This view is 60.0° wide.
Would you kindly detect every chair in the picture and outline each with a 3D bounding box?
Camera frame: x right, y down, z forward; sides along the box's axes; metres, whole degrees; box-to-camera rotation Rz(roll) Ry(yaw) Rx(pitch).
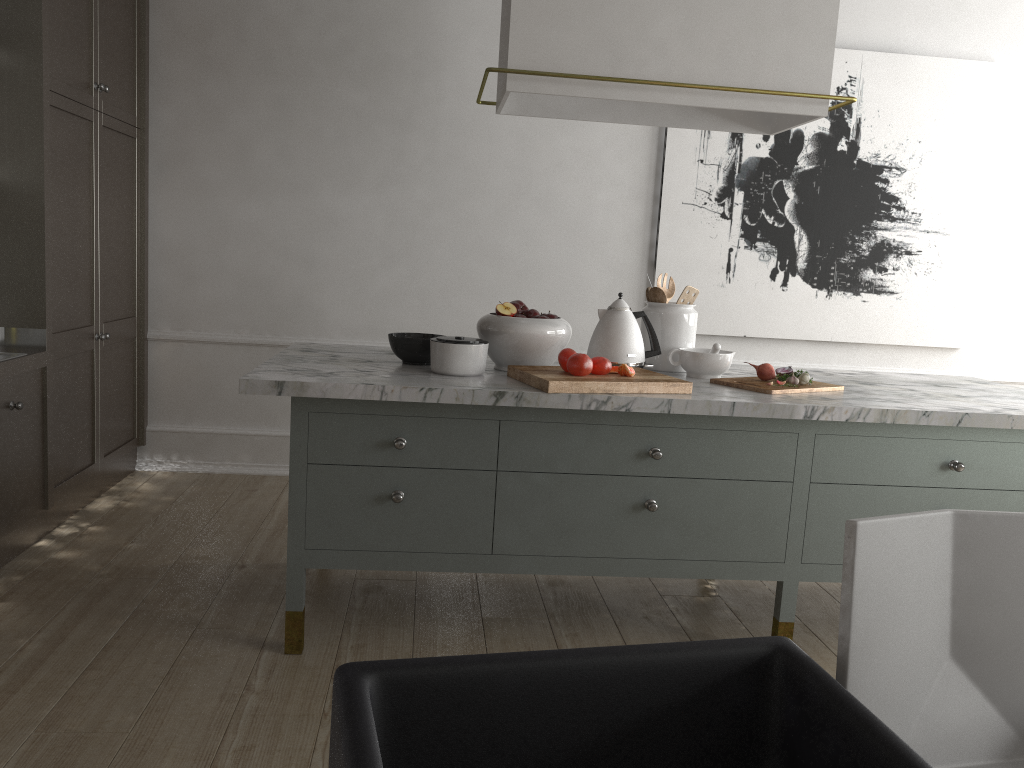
[{"bbox_3d":[0.616,0.567,1.049,0.470,0.745,0.439,1,8,-15],"label":"chair"},{"bbox_3d":[0.111,0.633,0.904,0.569,0.597,0.609,1,8,-15],"label":"chair"}]

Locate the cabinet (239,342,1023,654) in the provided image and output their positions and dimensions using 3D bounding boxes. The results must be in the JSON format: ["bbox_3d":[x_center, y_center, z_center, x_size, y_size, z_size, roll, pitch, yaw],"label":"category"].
[{"bbox_3d":[0.475,0.336,2.662,2.360,0.721,0.870,3,8,-6],"label":"cabinet"}]

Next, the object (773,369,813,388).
[{"bbox_3d":[0.765,-0.014,2.493,0.116,0.058,0.224,8,9,30],"label":"object"}]

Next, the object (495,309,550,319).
[{"bbox_3d":[0.031,-0.178,2.541,0.154,0.074,0.135,2,8,-10],"label":"object"}]

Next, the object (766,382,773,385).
[{"bbox_3d":[0.714,-0.002,2.456,0.028,0.010,0.015,-1,9,-31],"label":"object"}]

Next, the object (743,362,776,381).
[{"bbox_3d":[0.718,-0.037,2.558,0.050,0.051,0.090,-4,11,-42],"label":"object"}]

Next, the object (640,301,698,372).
[{"bbox_3d":[0.489,-0.152,2.789,0.174,0.208,0.174,5,8,12],"label":"object"}]

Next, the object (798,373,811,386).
[{"bbox_3d":[0.822,-0.015,2.503,0.035,0.036,0.037,1,8,-17],"label":"object"}]

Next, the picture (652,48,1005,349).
[{"bbox_3d":[1.446,-0.858,4.094,1.545,1.315,0.039,3,8,-6],"label":"picture"}]

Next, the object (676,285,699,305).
[{"bbox_3d":[0.493,-0.175,2.736,0.149,0.262,0.054,5,8,9],"label":"object"}]

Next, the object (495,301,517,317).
[{"bbox_3d":[-0.018,-0.207,2.492,0.061,0.048,0.054,-4,11,-42],"label":"object"}]

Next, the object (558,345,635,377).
[{"bbox_3d":[0.225,-0.062,2.311,0.194,0.079,0.135,1,8,-17],"label":"object"}]

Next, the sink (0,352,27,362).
[{"bbox_3d":[-1.718,0.042,2.334,0.475,0.174,0.877,3,8,-6],"label":"sink"}]

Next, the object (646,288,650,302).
[{"bbox_3d":[0.472,-0.183,2.829,0.114,0.247,0.050,3,8,-1],"label":"object"}]

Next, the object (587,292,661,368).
[{"bbox_3d":[0.325,-0.152,2.627,0.204,0.236,0.178,8,9,31],"label":"object"}]

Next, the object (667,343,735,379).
[{"bbox_3d":[0.572,-0.075,2.641,0.159,0.110,0.172,10,10,39],"label":"object"}]

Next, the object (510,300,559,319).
[{"bbox_3d":[0.060,-0.195,2.591,0.167,0.091,0.071,6,8,19],"label":"object"}]

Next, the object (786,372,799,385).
[{"bbox_3d":[0.787,-0.016,2.484,0.033,0.037,0.034,-1,9,-28],"label":"object"}]

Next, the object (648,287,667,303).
[{"bbox_3d":[0.477,-0.174,2.756,0.117,0.251,0.061,0,9,-26],"label":"object"}]

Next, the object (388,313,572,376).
[{"bbox_3d":[-0.084,-0.124,2.538,0.491,0.156,0.364,-1,9,-29],"label":"object"}]

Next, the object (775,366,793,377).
[{"bbox_3d":[0.804,-0.032,2.610,0.057,0.039,0.049,2,8,-9],"label":"object"}]

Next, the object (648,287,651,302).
[{"bbox_3d":[0.455,-0.181,2.800,0.033,0.250,0.118,9,10,34],"label":"object"}]

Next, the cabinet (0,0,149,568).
[{"bbox_3d":[-1.808,-0.417,1.130,0.947,2.377,5.433,3,8,-6],"label":"cabinet"}]

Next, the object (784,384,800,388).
[{"bbox_3d":[0.767,0.001,2.462,0.059,0.008,0.043,9,10,36],"label":"object"}]

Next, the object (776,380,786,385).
[{"bbox_3d":[0.750,-0.005,2.467,0.030,0.017,0.013,4,8,3],"label":"object"}]

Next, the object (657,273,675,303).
[{"bbox_3d":[0.481,-0.206,2.831,0.056,0.296,0.131,5,8,14],"label":"object"}]

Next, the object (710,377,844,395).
[{"bbox_3d":[0.757,0.001,2.532,0.330,0.012,0.220,-2,10,-35],"label":"object"}]

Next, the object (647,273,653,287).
[{"bbox_3d":[0.483,-0.198,2.787,0.141,0.290,0.064,5,8,8],"label":"object"}]

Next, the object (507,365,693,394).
[{"bbox_3d":[0.224,-0.013,2.333,0.400,0.030,0.290,1,9,-20],"label":"object"}]
